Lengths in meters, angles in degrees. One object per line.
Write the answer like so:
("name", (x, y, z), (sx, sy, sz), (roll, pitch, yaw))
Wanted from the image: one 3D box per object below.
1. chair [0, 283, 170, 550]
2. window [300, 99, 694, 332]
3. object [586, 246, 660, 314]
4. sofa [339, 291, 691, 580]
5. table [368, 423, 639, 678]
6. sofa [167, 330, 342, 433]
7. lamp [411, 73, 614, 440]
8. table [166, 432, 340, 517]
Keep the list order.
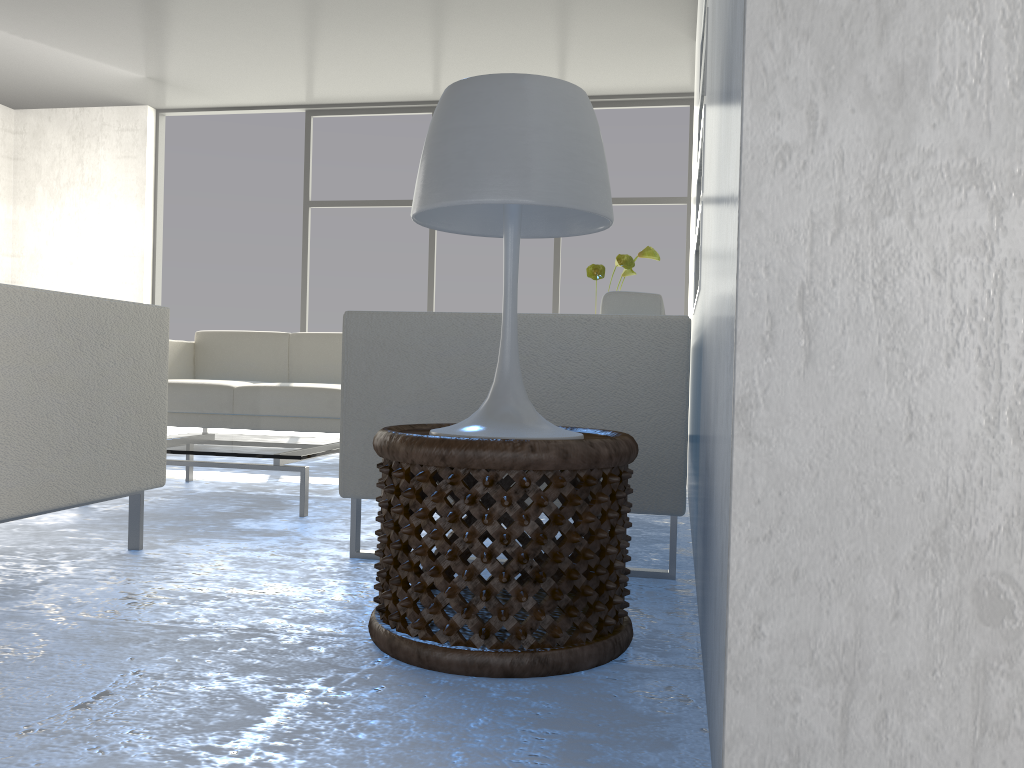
("chair", (-1.277, 0.066, 1.851), (0.748, 0.662, 0.821), (2, 1, 11))
("window", (0.362, -0.845, 6.581), (4.080, 2.477, 0.037), (2, 1, 11))
("object", (0.402, -0.102, 3.977), (0.387, 1.051, 0.400), (2, 1, 38))
("sofa", (0.153, 0.095, 2.931), (0.821, 0.658, 1.881), (2, 1, 11))
("table", (-0.015, 0.259, 1.530), (0.452, 0.358, 0.452), (1, 1, -14))
("sofa", (-0.997, 0.048, 4.635), (1.881, 0.658, 0.821), (2, 1, 11))
("lamp", (-0.002, -0.201, 1.527), (0.347, 0.582, 0.347), (1, 1, -21))
("table", (-0.948, 0.299, 3.095), (0.773, 0.190, 0.730), (2, 1, 11))
